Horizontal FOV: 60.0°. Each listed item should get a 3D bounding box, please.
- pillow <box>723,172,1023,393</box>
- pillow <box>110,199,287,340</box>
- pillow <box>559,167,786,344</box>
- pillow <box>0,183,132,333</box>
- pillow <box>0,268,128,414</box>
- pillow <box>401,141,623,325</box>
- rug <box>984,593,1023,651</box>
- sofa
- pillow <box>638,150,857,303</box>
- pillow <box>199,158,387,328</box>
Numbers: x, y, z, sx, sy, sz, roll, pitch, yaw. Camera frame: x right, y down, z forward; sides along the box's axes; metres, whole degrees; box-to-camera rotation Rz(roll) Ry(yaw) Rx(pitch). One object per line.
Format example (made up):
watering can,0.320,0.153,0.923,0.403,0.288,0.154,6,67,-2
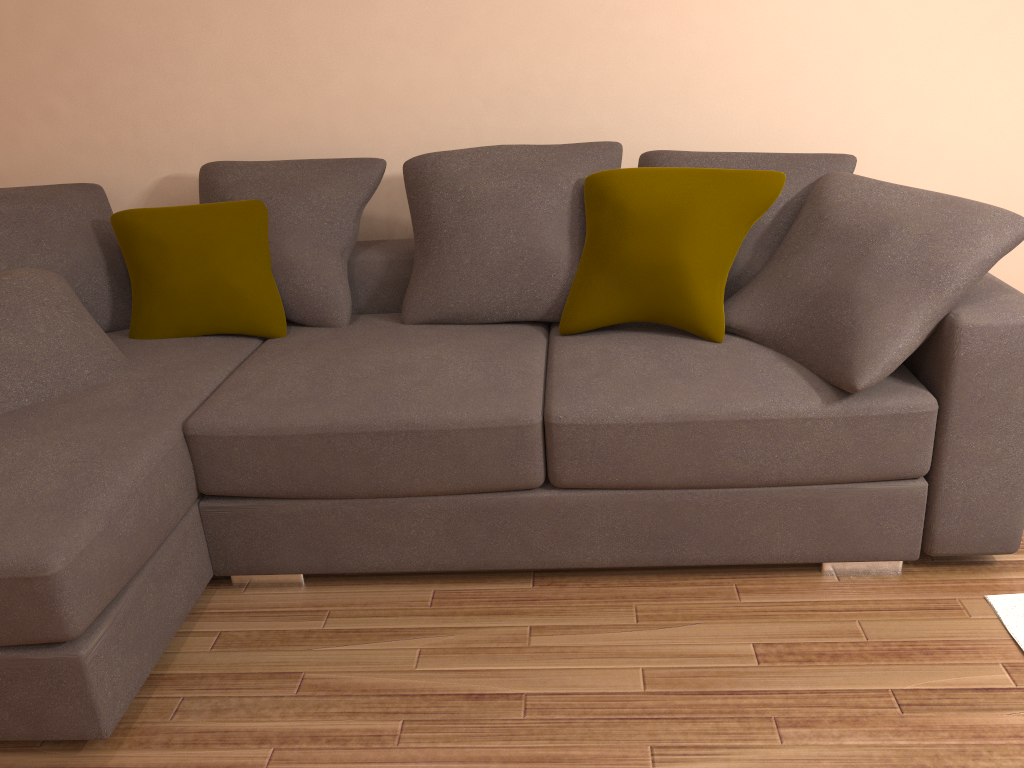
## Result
pillow,0.961,-0.314,2.531,0.560,0.470,0.749,-14,24,-22
pillow,-1.099,-0.381,3.148,0.631,0.486,0.335,-5,22,-2
pillow,0.495,-0.414,2.807,0.658,0.492,0.382,8,25,27
pillow,-1.715,-0.423,3.150,0.483,0.578,0.806,16,30,41
pillow,-1.586,-0.077,2.652,0.645,0.415,0.792,16,30,40
pillow,-0.005,-0.521,3.111,0.783,0.590,0.459,0,22,9
rug,2.085,0.937,1.322,1.791,0.024,2.122,-2,22,5
sofa,-0.372,0.139,2.734,3.565,0.776,1.906,-2,22,5
pillow,0.703,-0.461,3.052,0.399,0.635,0.811,-23,29,-39
pillow,-0.873,-0.530,3.318,0.787,0.576,0.431,4,23,19
